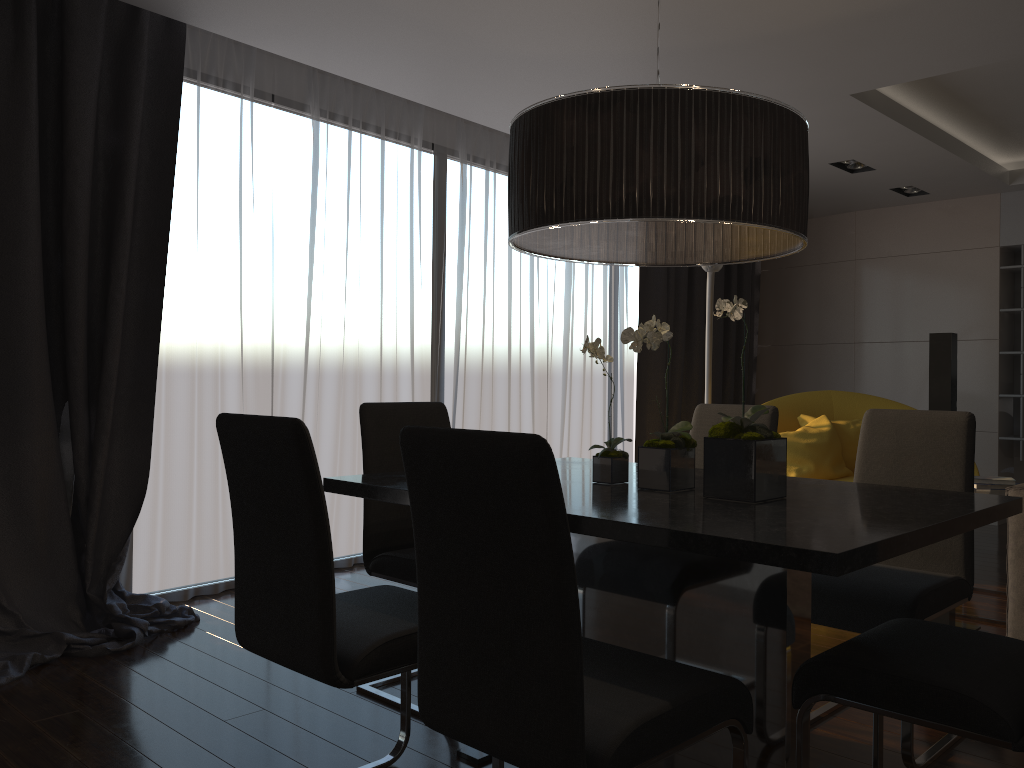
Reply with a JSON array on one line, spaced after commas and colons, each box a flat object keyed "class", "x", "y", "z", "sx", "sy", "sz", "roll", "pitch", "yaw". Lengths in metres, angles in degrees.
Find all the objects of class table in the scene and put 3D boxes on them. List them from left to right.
[{"class": "table", "x": 0.382, "y": 0.661, "z": 2.397, "sx": 1.515, "sy": 0.760, "sz": 1.098, "roll": 1, "pitch": 0, "yaw": 44}, {"class": "table", "x": 2.273, "y": 0.774, "z": 4.175, "sx": 0.426, "sy": 0.563, "sz": 0.634, "roll": 0, "pitch": 0, "yaw": 44}]

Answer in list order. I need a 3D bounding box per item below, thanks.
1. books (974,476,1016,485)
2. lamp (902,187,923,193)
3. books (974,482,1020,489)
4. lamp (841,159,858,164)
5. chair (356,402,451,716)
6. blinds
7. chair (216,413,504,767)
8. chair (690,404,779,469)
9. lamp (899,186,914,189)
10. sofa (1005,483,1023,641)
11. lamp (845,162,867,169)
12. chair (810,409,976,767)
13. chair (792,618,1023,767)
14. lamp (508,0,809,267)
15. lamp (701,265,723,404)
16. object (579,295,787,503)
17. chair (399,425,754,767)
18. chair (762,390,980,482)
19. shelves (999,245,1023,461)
[{"class": "books", "x": 2.284, "y": 0.459, "z": 4.202, "sx": 0.199, "sy": 0.022, "sz": 0.160, "roll": 1, "pitch": 0, "yaw": 20}, {"class": "lamp", "x": 3.054, "y": -1.490, "z": 6.674, "sx": 0.186, "sy": 0.077, "sz": 0.168, "roll": 1, "pitch": 0, "yaw": -34}, {"class": "books", "x": 2.299, "y": 0.482, "z": 4.201, "sx": 0.231, "sy": 0.023, "sz": 0.163, "roll": 1, "pitch": 0, "yaw": 3}, {"class": "lamp", "x": 2.208, "y": -1.496, "z": 5.808, "sx": 0.185, "sy": 0.077, "sz": 0.169, "roll": 1, "pitch": 0, "yaw": -27}, {"class": "chair", "x": -0.207, "y": 0.549, "z": 2.959, "sx": 0.541, "sy": 0.964, "sz": 0.451, "roll": 0, "pitch": 0, "yaw": 44}, {"class": "blinds", "x": -0.325, "y": -0.415, "z": 5.262, "sx": 0.710, "sy": 2.894, "sz": 7.889, "roll": 0, "pitch": 0, "yaw": 38}, {"class": "chair", "x": -0.358, "y": 0.551, "z": 2.105, "sx": 0.404, "sy": 0.964, "sz": 0.603, "roll": 0, "pitch": 0, "yaw": 44}, {"class": "chair", "x": 0.647, "y": 0.559, "z": 3.132, "sx": 0.404, "sy": 0.964, "sz": 0.603, "roll": 0, "pitch": 0, "yaw": 44}, {"class": "lamp", "x": 2.921, "y": -1.491, "z": 6.538, "sx": 0.185, "sy": 0.077, "sz": 0.169, "roll": 1, "pitch": 0, "yaw": -27}, {"class": "sofa", "x": 3.707, "y": 0.721, "z": 3.351, "sx": 2.880, "sy": 0.704, "sz": 2.355, "roll": 1, "pitch": 0, "yaw": -36}, {"class": "lamp", "x": 2.341, "y": -1.495, "z": 5.944, "sx": 0.186, "sy": 0.077, "sz": 0.168, "roll": 1, "pitch": 0, "yaw": -34}, {"class": "chair", "x": 1.125, "y": 0.566, "z": 2.673, "sx": 0.404, "sy": 0.964, "sz": 0.603, "roll": 0, "pitch": 0, "yaw": 44}, {"class": "chair", "x": 0.939, "y": 0.567, "z": 1.827, "sx": 0.541, "sy": 0.964, "sz": 0.451, "roll": 0, "pitch": 0, "yaw": 44}, {"class": "lamp", "x": 0.399, "y": -0.921, "z": 2.390, "sx": 0.838, "sy": 1.103, "sz": 0.771, "roll": 1, "pitch": 0, "yaw": -22}, {"class": "lamp", "x": 1.813, "y": 0.151, "z": 6.865, "sx": 0.559, "sy": 1.779, "sz": 4.404, "roll": 1, "pitch": 0, "yaw": 26}, {"class": "object", "x": 0.405, "y": 0.029, "z": 2.289, "sx": 0.544, "sy": 0.501, "sz": 0.327, "roll": 1, "pitch": 0, "yaw": 40}, {"class": "chair", "x": 0.121, "y": 0.558, "z": 1.646, "sx": 0.404, "sy": 0.964, "sz": 0.603, "roll": 0, "pitch": 0, "yaw": 44}, {"class": "chair", "x": 2.150, "y": 0.547, "z": 5.564, "sx": 1.494, "sy": 1.005, "sz": 1.154, "roll": 1, "pitch": 0, "yaw": 10}, {"class": "shelves", "x": 4.453, "y": -0.222, "z": 6.117, "sx": 1.818, "sy": 1.601, "sz": 0.400, "roll": 1, "pitch": 0, "yaw": 44}]
